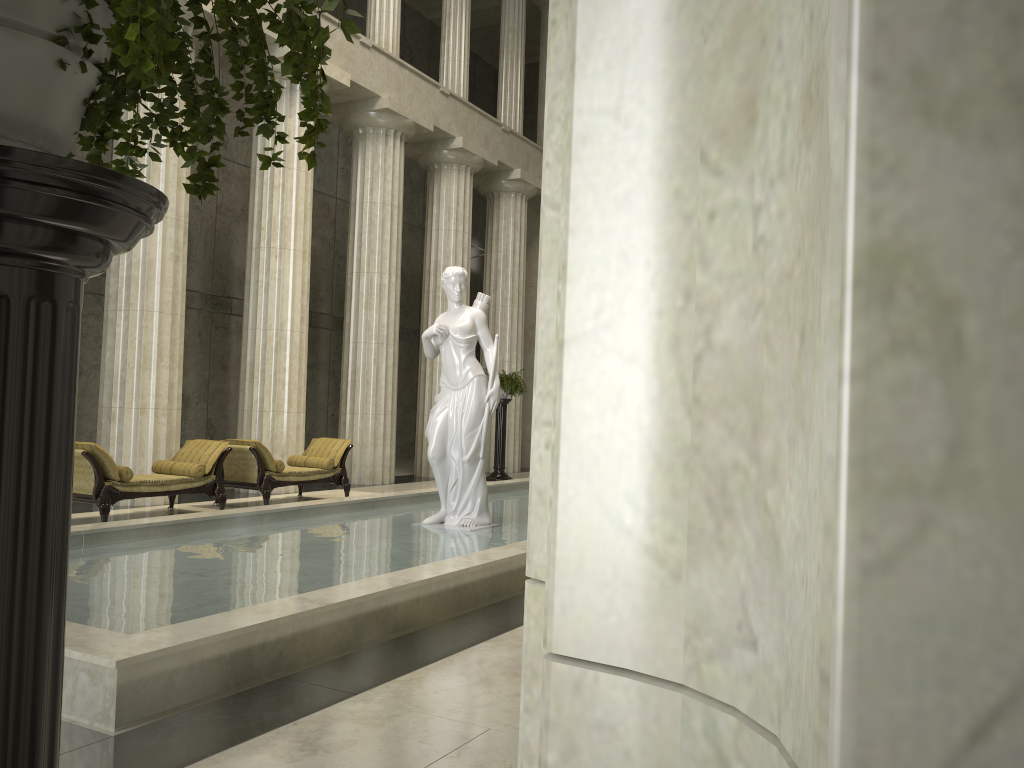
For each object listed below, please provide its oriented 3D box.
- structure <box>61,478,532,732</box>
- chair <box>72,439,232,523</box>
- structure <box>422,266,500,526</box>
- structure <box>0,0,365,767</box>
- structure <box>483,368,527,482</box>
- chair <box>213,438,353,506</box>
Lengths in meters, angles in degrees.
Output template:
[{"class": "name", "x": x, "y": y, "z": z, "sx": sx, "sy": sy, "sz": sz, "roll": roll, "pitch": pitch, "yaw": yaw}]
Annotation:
[{"class": "structure", "x": -0.588, "y": 1.659, "z": 9.727, "sx": 3.754, "sy": 0.508, "sz": 11.573, "roll": 1, "pitch": -2, "yaw": 28}, {"class": "chair", "x": -4.451, "y": 1.152, "z": 10.686, "sx": 0.993, "sy": 0.950, "sz": 2.172, "roll": 1, "pitch": -2, "yaw": 28}, {"class": "structure", "x": -0.574, "y": 0.206, "z": 9.764, "sx": 0.940, "sy": 3.044, "sz": 0.729, "roll": 1, "pitch": -2, "yaw": 23}, {"class": "structure", "x": -0.752, "y": 0.249, "z": 1.167, "sx": 1.053, "sy": 2.386, "sz": 1.159, "roll": 3, "pitch": -2, "yaw": -32}, {"class": "structure", "x": -0.229, "y": 0.837, "z": 18.650, "sx": 1.159, "sy": 2.386, "sz": 1.053, "roll": 1, "pitch": -2, "yaw": 23}, {"class": "chair", "x": -3.278, "y": 1.263, "z": 12.855, "sx": 0.993, "sy": 0.950, "sz": 2.172, "roll": 1, "pitch": -2, "yaw": 28}]
